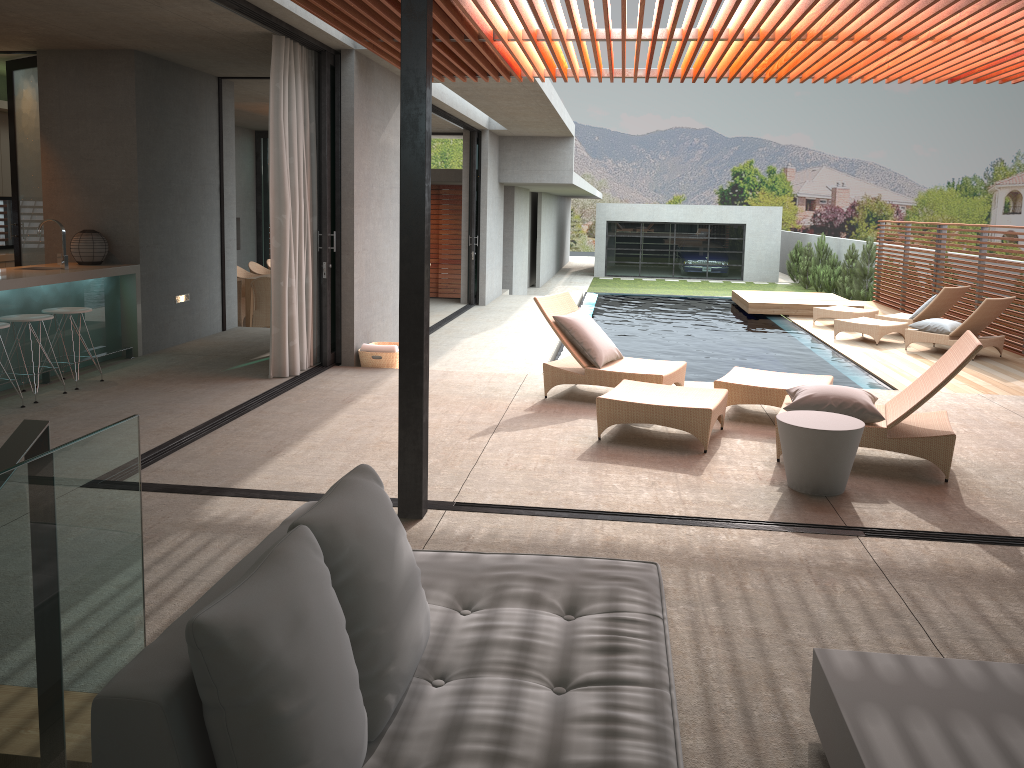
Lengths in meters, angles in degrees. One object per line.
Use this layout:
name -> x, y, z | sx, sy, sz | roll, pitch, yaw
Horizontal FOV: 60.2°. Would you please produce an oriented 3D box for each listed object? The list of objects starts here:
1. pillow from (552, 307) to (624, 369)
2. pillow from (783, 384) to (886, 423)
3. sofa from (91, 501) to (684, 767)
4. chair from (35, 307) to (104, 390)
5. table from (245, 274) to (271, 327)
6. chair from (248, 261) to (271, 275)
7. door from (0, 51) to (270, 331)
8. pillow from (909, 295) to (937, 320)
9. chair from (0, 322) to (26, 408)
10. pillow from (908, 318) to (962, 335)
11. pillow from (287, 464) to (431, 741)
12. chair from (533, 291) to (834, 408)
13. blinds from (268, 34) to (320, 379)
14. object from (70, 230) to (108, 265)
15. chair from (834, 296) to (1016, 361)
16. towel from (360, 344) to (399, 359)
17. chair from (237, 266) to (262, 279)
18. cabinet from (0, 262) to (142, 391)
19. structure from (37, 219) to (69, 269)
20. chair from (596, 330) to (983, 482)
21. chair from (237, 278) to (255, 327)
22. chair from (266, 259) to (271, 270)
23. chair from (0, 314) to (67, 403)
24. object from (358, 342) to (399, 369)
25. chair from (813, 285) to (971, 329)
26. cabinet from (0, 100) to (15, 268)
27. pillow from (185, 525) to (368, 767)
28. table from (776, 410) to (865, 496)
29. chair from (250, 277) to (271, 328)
pillow -> 0.644, -0.390, 7.394 | 0.428, 0.423, 0.614 | 5, 11, 25
pillow -> 2.055, 0.110, 5.672 | 0.594, 0.192, 0.602 | 5, 11, 18
sofa -> -0.103, 0.721, 2.159 | 1.013, 0.725, 1.615 | 2, 11, 7
chair -> -3.652, -0.304, 7.279 | 0.382, 0.618, 0.386 | 2, 8, 7
table -> -2.906, -1.389, 13.930 | 1.280, 0.749, 3.297 | 2, 11, 7
chair -> -3.957, -1.558, 14.405 | 0.630, 0.855, 0.624 | 2, 8, 7
door -> -2.445, -0.042, 3.934 | 5.778, 4.426, 15.499 | -2, 11, -20
pillow -> 6.421, -1.177, 13.458 | 0.610, 0.423, 0.430 | -6, 11, -35
chair -> -3.773, -0.109, 6.290 | 0.382, 0.618, 0.386 | 2, 8, 7
pillow -> 5.883, -0.799, 12.150 | 0.597, 0.192, 0.599 | -7, 13, -36
pillow -> -0.347, 0.486, 2.101 | 0.266, 0.478, 0.498 | 2, 9, 7
chair -> 1.332, -0.242, 7.074 | 2.301, 0.819, 0.706 | 6, 10, 26
blinds -> -1.963, -1.567, 7.955 | 0.229, 2.905, 0.894 | 2, 7, 3
object -> -4.064, -1.316, 8.497 | 0.340, 0.331, 0.344 | 1, 9, -1
chair -> 5.730, -0.918, 12.443 | 0.702, 0.818, 2.316 | -4, 12, -32
towel -> -1.267, -0.245, 8.620 | 0.369, 0.309, 0.313 | 2, 9, 7
chair -> -4.048, -1.414, 13.677 | 0.630, 0.855, 0.624 | 2, 8, 7
cabinet -> -4.299, -0.343, 6.713 | 0.800, 0.889, 4.172 | 2, 11, 7
structure -> -4.103, -1.244, 7.862 | 0.258, 0.437, 0.098 | 2, 7, 7
chair -> 1.758, 0.017, 5.822 | 2.299, 0.819, 0.707 | 6, 10, 22
chair -> -4.140, -1.271, 12.948 | 0.630, 0.855, 0.624 | 2, 8, 7
chair -> -3.865, -1.701, 15.134 | 0.630, 0.855, 0.624 | 2, 8, 7
chair -> -3.714, -0.206, 6.781 | 0.382, 0.618, 0.386 | 2, 8, 7
object -> -1.255, -0.218, 8.775 | 0.446, 0.297, 0.688 | 2, 11, 6
chair -> 5.988, -1.243, 14.094 | 0.702, 0.818, 2.315 | -5, 12, -33
cabinet -> -5.508, -1.297, 7.159 | 1.965, 2.537, 7.562 | 2, 11, 7
pillow -> -0.409, 0.569, 1.625 | 0.238, 0.493, 0.498 | 2, 9, 7
table -> 1.736, 0.396, 5.014 | 0.475, 0.389, 0.480 | -1, 10, -11
chair -> -3.167, -1.035, 11.866 | 0.617, 0.855, 0.637 | 2, 8, 7
